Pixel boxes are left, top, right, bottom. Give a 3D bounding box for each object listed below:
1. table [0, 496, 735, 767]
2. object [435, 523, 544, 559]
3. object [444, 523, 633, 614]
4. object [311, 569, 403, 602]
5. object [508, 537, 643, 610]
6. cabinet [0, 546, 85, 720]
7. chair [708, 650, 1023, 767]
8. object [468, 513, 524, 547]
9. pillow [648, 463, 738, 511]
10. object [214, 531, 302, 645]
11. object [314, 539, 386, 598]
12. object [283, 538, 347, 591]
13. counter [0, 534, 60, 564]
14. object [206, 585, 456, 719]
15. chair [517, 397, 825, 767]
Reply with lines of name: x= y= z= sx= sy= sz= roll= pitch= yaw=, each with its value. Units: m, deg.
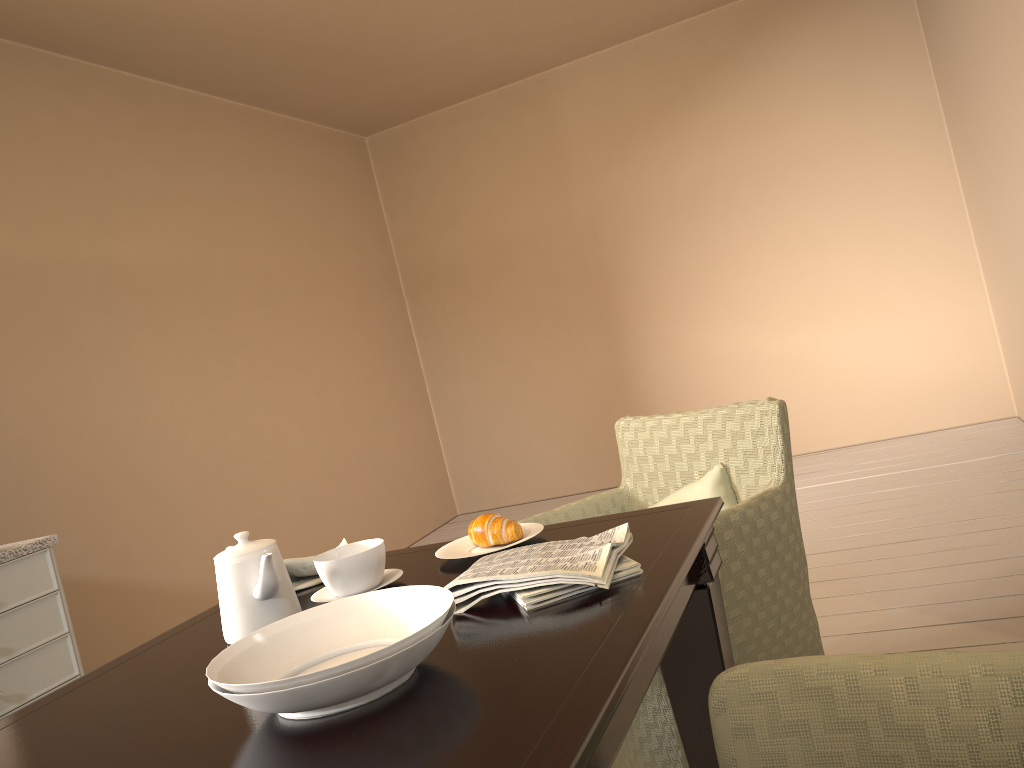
table: x=-0.329 y=0.724 z=0.750 sx=0.915 sy=0.653 sz=1.998 roll=-13 pitch=2 yaw=22
object: x=-0.037 y=0.278 z=1.545 sx=0.194 sy=0.014 sz=0.194 roll=-14 pitch=2 yaw=-3
object: x=0.041 y=0.256 z=1.231 sx=0.232 sy=0.051 sz=0.165 roll=-13 pitch=2 yaw=21
object: x=-0.253 y=0.336 z=1.457 sx=0.154 sy=0.012 sz=0.153 roll=-15 pitch=2 yaw=-18
object: x=0.068 y=0.263 z=1.258 sx=0.165 sy=0.026 sz=0.231 roll=-14 pitch=2 yaw=-13
cabinet: x=-2.227 y=1.135 z=0.556 sx=0.844 sy=0.771 sz=4.237 roll=-13 pitch=2 yaw=22
chair: x=0.361 y=0.532 z=0.657 sx=0.559 sy=0.801 sz=0.566 roll=-13 pitch=1 yaw=28
object: x=-0.035 y=0.253 z=1.553 sx=0.137 sy=0.051 sz=0.062 roll=-12 pitch=2 yaw=40
pillow: x=0.387 y=0.342 z=1.992 sx=0.314 sy=0.295 sz=0.248 roll=-13 pitch=1 yaw=35
object: x=-0.390 y=0.301 z=1.350 sx=0.197 sy=0.156 sz=0.118 roll=-13 pitch=1 yaw=28
object: x=-0.264 y=0.307 z=1.457 sx=0.124 sy=0.069 sz=0.116 roll=-13 pitch=2 yaw=15
object: x=-0.368 y=0.330 z=1.682 sx=0.205 sy=0.063 sz=0.196 roll=-14 pitch=2 yaw=-16
counter: x=-2.272 y=0.724 z=0.538 sx=0.650 sy=0.068 sz=4.254 roll=-13 pitch=2 yaw=22
object: x=-0.196 y=0.311 z=1.009 sx=0.281 sy=0.066 sz=0.282 roll=-13 pitch=2 yaw=16
chair: x=0.326 y=0.493 z=1.939 sx=0.564 sy=0.801 sz=0.561 roll=-14 pitch=1 yaw=-32
